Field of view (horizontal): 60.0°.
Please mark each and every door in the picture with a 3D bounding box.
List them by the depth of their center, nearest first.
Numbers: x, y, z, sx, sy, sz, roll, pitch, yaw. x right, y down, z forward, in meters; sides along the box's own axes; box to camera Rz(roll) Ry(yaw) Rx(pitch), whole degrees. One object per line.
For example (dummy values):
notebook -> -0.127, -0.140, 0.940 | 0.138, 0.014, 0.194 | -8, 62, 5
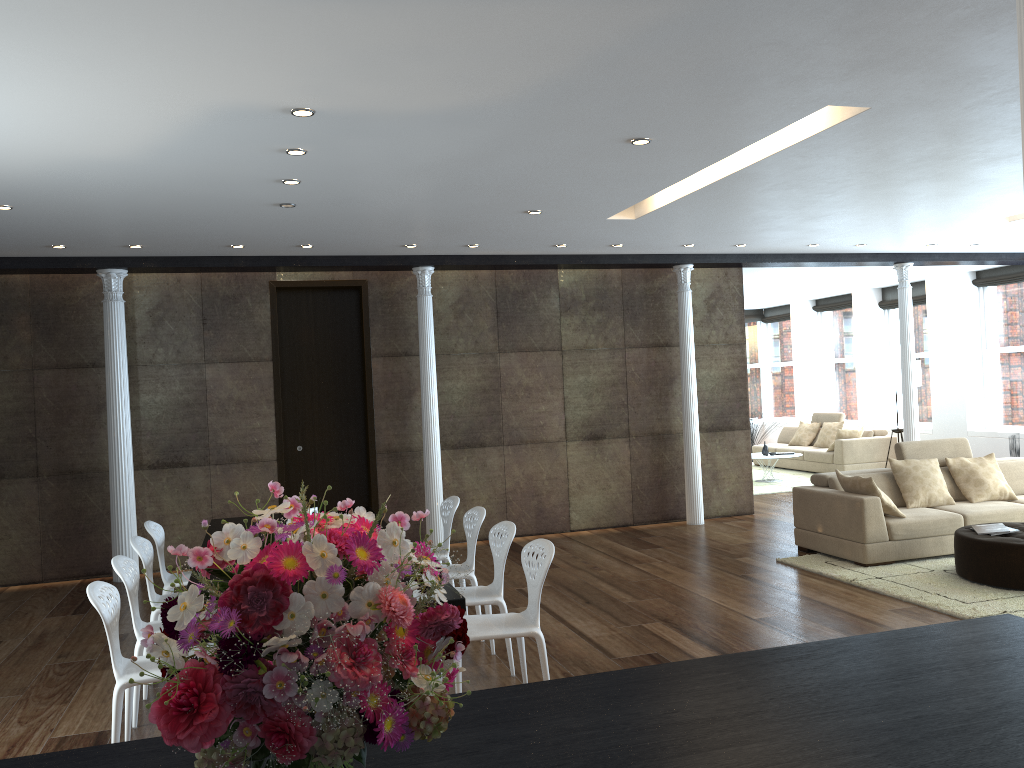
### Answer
door -> -1.972, 0.350, 9.292 | 1.000, 2.814, 0.510 | -3, 0, -16

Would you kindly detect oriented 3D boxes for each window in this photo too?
window -> 7.110, -0.466, 12.358 | 0.123, 2.400, 1.391 | -3, 0, -16
window -> 6.537, -0.434, 14.344 | 0.123, 2.400, 1.345 | -3, 0, -16
window -> 6.040, -0.405, 16.069 | 0.123, 2.400, 1.444 | -3, 0, -16
window -> 4.595, -0.331, 18.346 | 1.474, 2.400, 0.123 | -3, 0, -16
window -> 9.773, 0.050, 25.435 | 34.761, 17.917, 13.698 | -3, 0, -16

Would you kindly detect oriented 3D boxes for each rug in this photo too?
rug -> 4.754, 1.423, 6.915 | 4.231, 0.020, 2.972 | -3, 0, -16
rug -> 3.913, 1.483, 14.429 | 2.972, 0.020, 4.231 | -3, 0, -16

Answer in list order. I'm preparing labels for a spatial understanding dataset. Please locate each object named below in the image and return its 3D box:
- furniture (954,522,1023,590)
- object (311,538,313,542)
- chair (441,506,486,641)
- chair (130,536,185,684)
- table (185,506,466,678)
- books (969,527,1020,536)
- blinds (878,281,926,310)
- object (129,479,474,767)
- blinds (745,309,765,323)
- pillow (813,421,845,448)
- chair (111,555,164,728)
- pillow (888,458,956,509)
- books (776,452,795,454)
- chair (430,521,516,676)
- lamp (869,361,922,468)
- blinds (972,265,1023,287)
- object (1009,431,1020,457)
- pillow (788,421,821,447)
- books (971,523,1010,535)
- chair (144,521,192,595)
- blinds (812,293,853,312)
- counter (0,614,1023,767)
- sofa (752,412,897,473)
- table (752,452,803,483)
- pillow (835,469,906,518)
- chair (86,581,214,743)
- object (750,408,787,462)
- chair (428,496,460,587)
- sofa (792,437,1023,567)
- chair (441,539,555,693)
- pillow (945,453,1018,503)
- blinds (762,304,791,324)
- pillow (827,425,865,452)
furniture -> 3.905, 1.276, 6.648 | 1.057, 0.355, 1.057 | -3, 0, -14
object -> -1.037, 0.849, 4.783 | 0.161, 0.233, 0.076 | -3, 0, -35
chair -> -0.451, 1.256, 5.880 | 0.581, 0.835, 0.495 | -3, 0, -16
chair -> -2.002, 1.329, 5.425 | 0.581, 0.835, 0.495 | -3, 0, -16
table -> -1.229, 1.343, 5.294 | 1.200, 0.733, 3.400 | -3, 0, -16
books -> 3.669, 1.109, 6.748 | 0.219, 0.031, 0.300 | -3, 0, -1
blinds -> 6.429, -1.445, 14.330 | 0.156, 0.393, 1.342 | -3, 0, -16
object -> -0.350, 0.446, 1.562 | 0.544, 0.552, 0.570 | -3, 0, -10
blinds -> 4.555, -1.386, 18.262 | 1.442, 0.312, 0.155 | -3, 0, -16
pillow -> 5.187, 0.828, 14.523 | 0.301, 0.439, 0.534 | -3, 0, -20
chair -> -1.807, 1.318, 4.750 | 0.581, 0.835, 0.495 | -3, 0, -16
pillow -> 3.701, 0.881, 8.002 | 0.534, 0.439, 0.301 | -3, 0, -13
books -> 4.142, 1.053, 13.516 | 0.300, 0.010, 0.220 | -3, 0, -1
chair -> -0.255, 1.245, 5.170 | 0.581, 0.835, 0.495 | -3, 0, -16
lamp -> 5.669, 0.538, 13.037 | 0.698, 1.728, 0.698 | -3, 0, 8
blinds -> 6.999, -1.536, 12.344 | 0.156, 0.275, 1.396 | -3, 0, -16
object -> 6.338, 0.979, 11.168 | 0.458, 0.781, 0.458 | -3, 0, -17
pillow -> 5.002, 0.849, 15.120 | 0.368, 0.416, 0.519 | -3, 0, -21
books -> 3.643, 1.103, 6.756 | 0.220, 0.040, 0.301 | -3, 0, 19
chair -> -2.196, 1.340, 6.100 | 0.581, 0.835, 0.495 | -3, 0, -16
blinds -> 5.929, -1.476, 16.052 | 0.156, 0.275, 1.442 | -3, 0, -16
counter -> -0.250, 0.735, 1.483 | 3.700, 0.040, 1.000 | -3, 0, -16
sofa -> 5.111, 0.962, 14.764 | 1.018, 0.950, 2.581 | -3, 0, -16
table -> 3.876, 1.277, 13.428 | 1.022, 0.393, 1.022 | -3, 0, 28
pillow -> 3.038, 0.933, 7.562 | 0.395, 0.393, 0.518 | -3, 0, -13
chair -> -1.612, 1.307, 4.075 | 0.581, 0.835, 0.495 | -3, 0, -16
object -> 4.403, 0.950, 16.446 | 1.119, 1.014, 1.125 | -3, 0, -30
chair -> -0.662, 1.268, 6.543 | 0.581, 0.835, 0.495 | -3, 0, -16
sofa -> 3.955, 0.999, 8.059 | 2.581, 0.950, 1.021 | -3, 0, -16
chair -> -0.065, 1.234, 4.494 | 0.581, 0.835, 0.495 | -3, 0, -16
pillow -> 4.304, 0.863, 8.163 | 0.519, 0.416, 0.368 | -3, 0, -12
blinds -> 5.427, -1.421, 17.797 | 0.156, 0.327, 1.377 | -3, 0, -16
pillow -> 5.170, 0.849, 13.726 | 0.518, 0.393, 0.395 | -3, 0, -20
